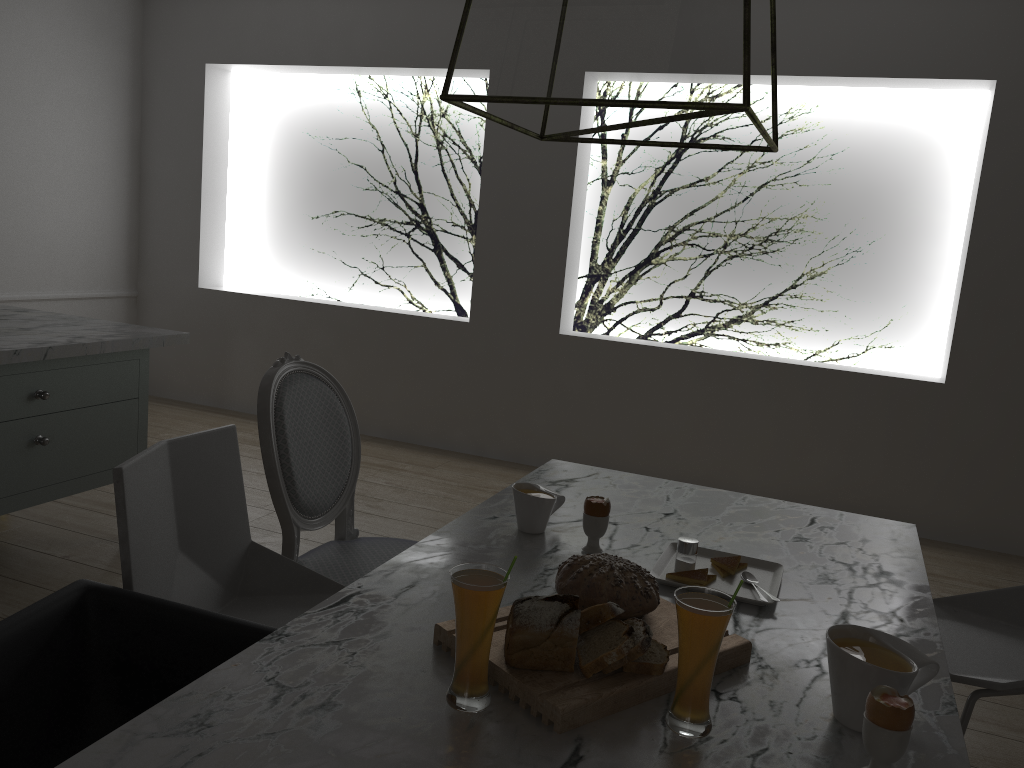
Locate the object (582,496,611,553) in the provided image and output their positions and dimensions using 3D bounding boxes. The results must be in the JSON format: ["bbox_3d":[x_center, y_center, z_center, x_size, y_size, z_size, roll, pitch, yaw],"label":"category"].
[{"bbox_3d":[0.153,0.256,1.626,0.050,0.101,0.050,10,10,27],"label":"object"}]

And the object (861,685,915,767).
[{"bbox_3d":[0.409,0.386,0.973,0.050,0.101,0.050,8,10,16],"label":"object"}]

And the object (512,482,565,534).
[{"bbox_3d":[0.047,0.239,1.742,0.089,0.085,0.138,8,10,15],"label":"object"}]

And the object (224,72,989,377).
[{"bbox_3d":[0.971,0.608,4.687,10.834,8.324,0.001,9,10,20],"label":"object"}]

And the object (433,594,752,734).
[{"bbox_3d":[0.114,0.358,1.226,0.360,0.031,0.260,-2,12,-39],"label":"object"}]

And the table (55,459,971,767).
[{"bbox_3d":[0.161,0.649,1.378,0.870,0.583,1.781,9,10,20],"label":"table"}]

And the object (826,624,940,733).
[{"bbox_3d":[0.460,0.368,1.124,0.110,0.105,0.170,13,12,40],"label":"object"}]

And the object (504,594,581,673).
[{"bbox_3d":[0.037,0.308,1.134,0.090,0.087,0.086,5,9,-2],"label":"object"}]

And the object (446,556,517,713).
[{"bbox_3d":[-0.044,0.290,1.050,0.071,0.188,0.071,13,12,40],"label":"object"}]

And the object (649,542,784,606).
[{"bbox_3d":[0.362,0.333,1.556,0.212,0.014,0.212,9,10,20],"label":"object"}]

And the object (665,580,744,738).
[{"bbox_3d":[0.218,0.316,1.039,0.071,0.188,0.071,13,12,40],"label":"object"}]

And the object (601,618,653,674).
[{"bbox_3d":[0.144,0.332,1.141,0.073,0.055,0.083,5,9,-3],"label":"object"}]

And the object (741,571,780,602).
[{"bbox_3d":[0.414,0.345,1.496,0.032,0.013,0.132,4,9,-5],"label":"object"}]

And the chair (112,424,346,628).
[{"bbox_3d":[-0.435,0.488,1.549,0.439,0.745,0.470,7,9,10],"label":"chair"}]

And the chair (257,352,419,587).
[{"bbox_3d":[-0.337,0.370,2.016,0.505,0.833,0.480,8,10,18],"label":"chair"}]

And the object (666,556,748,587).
[{"bbox_3d":[0.352,0.329,1.558,0.197,0.014,0.068,-3,12,-41],"label":"object"}]

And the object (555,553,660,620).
[{"bbox_3d":[0.141,0.293,1.317,0.151,0.075,0.157,-1,11,-33],"label":"object"}]

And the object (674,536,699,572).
[{"bbox_3d":[0.306,0.301,1.557,0.036,0.060,0.036,0,11,-28],"label":"object"}]

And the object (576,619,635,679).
[{"bbox_3d":[0.119,0.330,1.128,0.072,0.057,0.083,5,9,-4],"label":"object"}]

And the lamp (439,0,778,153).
[{"bbox_3d":[0.174,-0.827,0.893,0.584,1.108,0.584,12,11,35],"label":"lamp"}]

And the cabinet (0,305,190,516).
[{"bbox_3d":[-1.951,0.261,2.118,0.870,0.721,2.360,9,10,20],"label":"cabinet"}]

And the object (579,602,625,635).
[{"bbox_3d":[0.113,0.316,1.185,0.074,0.067,0.079,4,9,-8],"label":"object"}]

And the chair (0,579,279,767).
[{"bbox_3d":[-0.527,0.638,1.050,0.609,0.597,0.569,7,9,10],"label":"chair"}]

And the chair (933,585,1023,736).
[{"bbox_3d":[0.985,0.582,1.763,0.439,0.745,0.470,6,9,5],"label":"chair"}]

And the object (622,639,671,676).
[{"bbox_3d":[0.172,0.352,1.151,0.068,0.017,0.077,5,9,-2],"label":"object"}]
